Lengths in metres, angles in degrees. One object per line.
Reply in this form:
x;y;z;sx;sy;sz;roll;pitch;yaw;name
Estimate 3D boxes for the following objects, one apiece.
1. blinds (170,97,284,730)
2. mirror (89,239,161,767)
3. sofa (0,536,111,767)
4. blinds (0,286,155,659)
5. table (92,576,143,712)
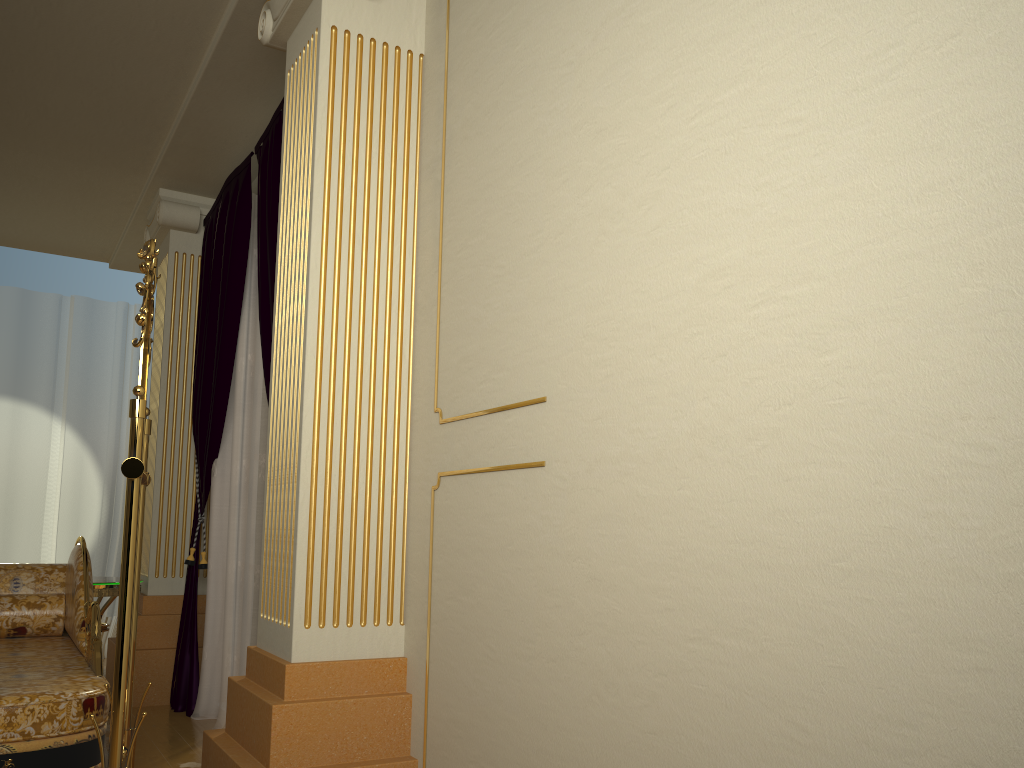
-1.100;0.226;3.868;0.340;2.632;2.248;5;-8;-29;blinds
-0.996;0.443;2.328;0.243;1.687;0.544;3;-6;-20;mirror
-1.916;0.991;3.235;0.695;0.864;1.904;5;-10;-30;sofa
-3.446;0.575;5.815;2.171;2.487;0.165;5;-7;-28;blinds
-2.189;1.310;4.463;0.571;0.638;0.576;-1;-8;15;table
